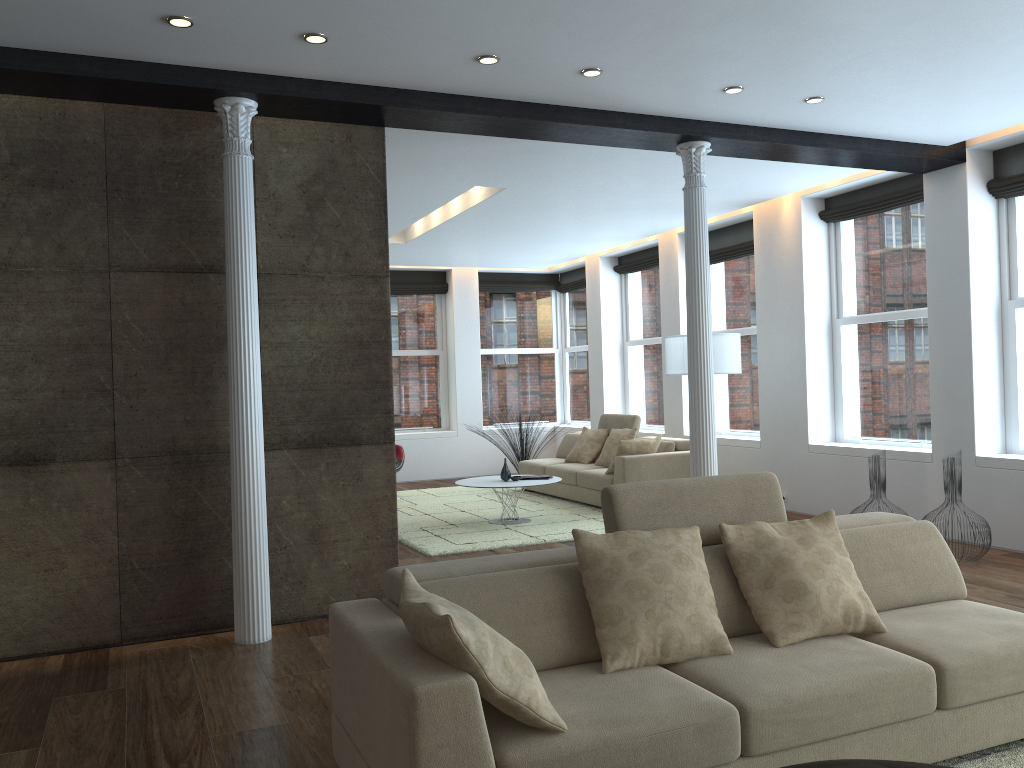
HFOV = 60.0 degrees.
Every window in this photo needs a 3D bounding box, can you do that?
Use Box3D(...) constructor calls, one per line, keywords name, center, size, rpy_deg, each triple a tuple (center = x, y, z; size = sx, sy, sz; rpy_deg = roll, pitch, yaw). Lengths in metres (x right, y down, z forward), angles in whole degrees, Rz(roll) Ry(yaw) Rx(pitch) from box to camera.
Box3D(name="window", center=(2.522, -0.549, 9.726), size=(0.123, 2.400, 1.345), rpy_deg=(-2, 0, -23))
Box3D(name="window", center=(-1.607, -0.419, 12.725), size=(1.420, 2.400, 0.123), rpy_deg=(-2, 0, -23))
Box3D(name="window", center=(1.811, -0.528, 11.374), size=(0.123, 2.400, 1.444), rpy_deg=(-2, 0, -23))
Box3D(name="window", center=(3.342, -0.574, 7.828), size=(0.123, 2.400, 1.391), rpy_deg=(-2, 0, -23))
Box3D(name="window", center=(4.060, -0.596, 6.164), size=(0.123, 2.400, 1.432), rpy_deg=(-2, 0, -23))
Box3D(name="window", center=(4.326, -0.011, 21.135), size=(34.761, 17.917, 13.698), rpy_deg=(-2, 0, -23))
Box3D(name="window", center=(0.090, -0.474, 13.450), size=(1.474, 2.400, 0.123), rpy_deg=(-2, 0, -23))

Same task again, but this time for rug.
Box3D(name="rug", center=(1.663, 1.276, 2.126), size=(4.231, 0.020, 2.972), rpy_deg=(-2, 0, -23))
Box3D(name="rug", center=(-0.120, 1.327, 9.475), size=(2.972, 0.020, 4.231), rpy_deg=(-2, 0, -23))

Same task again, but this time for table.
Box3D(name="table", center=(-0.028, 1.119, 8.477), size=(1.022, 0.393, 1.022), rpy_deg=(-2, 0, 21))

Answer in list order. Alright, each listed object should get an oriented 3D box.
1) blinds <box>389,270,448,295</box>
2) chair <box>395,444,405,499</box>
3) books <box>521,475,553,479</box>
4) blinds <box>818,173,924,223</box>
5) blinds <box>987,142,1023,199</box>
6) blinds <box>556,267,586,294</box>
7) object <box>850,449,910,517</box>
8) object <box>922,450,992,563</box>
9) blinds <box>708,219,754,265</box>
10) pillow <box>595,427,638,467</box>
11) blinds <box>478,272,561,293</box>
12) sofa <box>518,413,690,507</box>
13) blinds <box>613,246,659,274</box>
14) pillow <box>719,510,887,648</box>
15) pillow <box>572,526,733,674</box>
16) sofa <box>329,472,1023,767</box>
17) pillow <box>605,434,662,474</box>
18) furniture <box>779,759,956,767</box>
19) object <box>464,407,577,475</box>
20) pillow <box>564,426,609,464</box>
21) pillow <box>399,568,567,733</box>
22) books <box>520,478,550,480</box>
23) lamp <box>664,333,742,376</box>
Box3D(name="blinds", center=(-1.604, -1.449, 12.638), size=(1.422, 0.363, 0.156), rpy_deg=(-2, 0, -23))
Box3D(name="chair", center=(-1.639, 0.959, 10.612), size=(0.810, 0.818, 0.669), rpy_deg=(-2, 0, -44))
Box3D(name="books", center=(0.229, 0.900, 8.598), size=(0.300, 0.010, 0.220), rpy_deg=(-2, 0, -8))
Box3D(name="blinds", center=(3.250, -1.646, 7.802), size=(0.156, 0.275, 1.396), rpy_deg=(-2, 0, -23))
Box3D(name="blinds", center=(3.956, -1.607, 6.133), size=(0.183, 0.395, 1.431), rpy_deg=(-2, 0, -23))
Box3D(name="blinds", center=(1.001, -1.552, 13.013), size=(0.156, 0.327, 1.377), rpy_deg=(-2, 0, -23))
Box3D(name="object", center=(2.705, 0.858, 6.546), size=(0.458, 0.781, 0.458), rpy_deg=(-2, 0, -24))
Box3D(name="object", center=(3.089, 0.846, 6.204), size=(0.458, 0.781, 0.458), rpy_deg=(-2, 0, -24))
Box3D(name="blinds", center=(2.432, -1.562, 9.701), size=(0.156, 0.393, 1.342), rpy_deg=(-2, 0, -23))
Box3D(name="pillow", center=(1.141, 0.691, 9.730), size=(0.301, 0.439, 0.534), rpy_deg=(-2, 0, -27))
Box3D(name="blinds", center=(0.077, -1.530, 13.364), size=(1.442, 0.312, 0.155), rpy_deg=(-2, 0, -23))
Box3D(name="sofa", center=(1.034, 0.824, 9.959), size=(1.018, 0.950, 2.581), rpy_deg=(-2, 0, -23))
Box3D(name="blinds", center=(1.720, -1.600, 11.346), size=(0.156, 0.275, 1.442), rpy_deg=(-2, 0, -23))
Box3D(name="pillow", center=(1.068, 0.710, 3.309), size=(0.519, 0.416, 0.368), rpy_deg=(-2, 0, -19))
Box3D(name="pillow", center=(0.489, 0.718, 3.073), size=(0.534, 0.439, 0.301), rpy_deg=(-2, 0, -20))
Box3D(name="sofa", center=(0.732, 0.840, 3.162), size=(2.581, 0.950, 1.021), rpy_deg=(-2, 0, -23))
Box3D(name="pillow", center=(1.225, 0.711, 8.937), size=(0.518, 0.393, 0.395), rpy_deg=(-2, 0, -27))
Box3D(name="furniture", center=(0.857, 1.116, 1.755), size=(1.057, 0.355, 1.057), rpy_deg=(-2, 0, -21))
Box3D(name="object", center=(0.119, 0.802, 11.538), size=(1.119, 1.014, 1.125), rpy_deg=(-2, 0, -37))
Box3D(name="pillow", center=(0.882, 0.710, 10.298), size=(0.368, 0.416, 0.519), rpy_deg=(-2, 0, -28))
Box3D(name="pillow", center=(-0.113, 0.760, 2.553), size=(0.395, 0.393, 0.518), rpy_deg=(-2, 0, -20))
Box3D(name="books", center=(0.224, 0.910, 8.573), size=(0.300, 0.010, 0.220), rpy_deg=(-2, 0, 12))
Box3D(name="lamp", center=(1.812, 0.408, 8.317), size=(0.698, 1.728, 0.698), rpy_deg=(-2, 0, 0))
